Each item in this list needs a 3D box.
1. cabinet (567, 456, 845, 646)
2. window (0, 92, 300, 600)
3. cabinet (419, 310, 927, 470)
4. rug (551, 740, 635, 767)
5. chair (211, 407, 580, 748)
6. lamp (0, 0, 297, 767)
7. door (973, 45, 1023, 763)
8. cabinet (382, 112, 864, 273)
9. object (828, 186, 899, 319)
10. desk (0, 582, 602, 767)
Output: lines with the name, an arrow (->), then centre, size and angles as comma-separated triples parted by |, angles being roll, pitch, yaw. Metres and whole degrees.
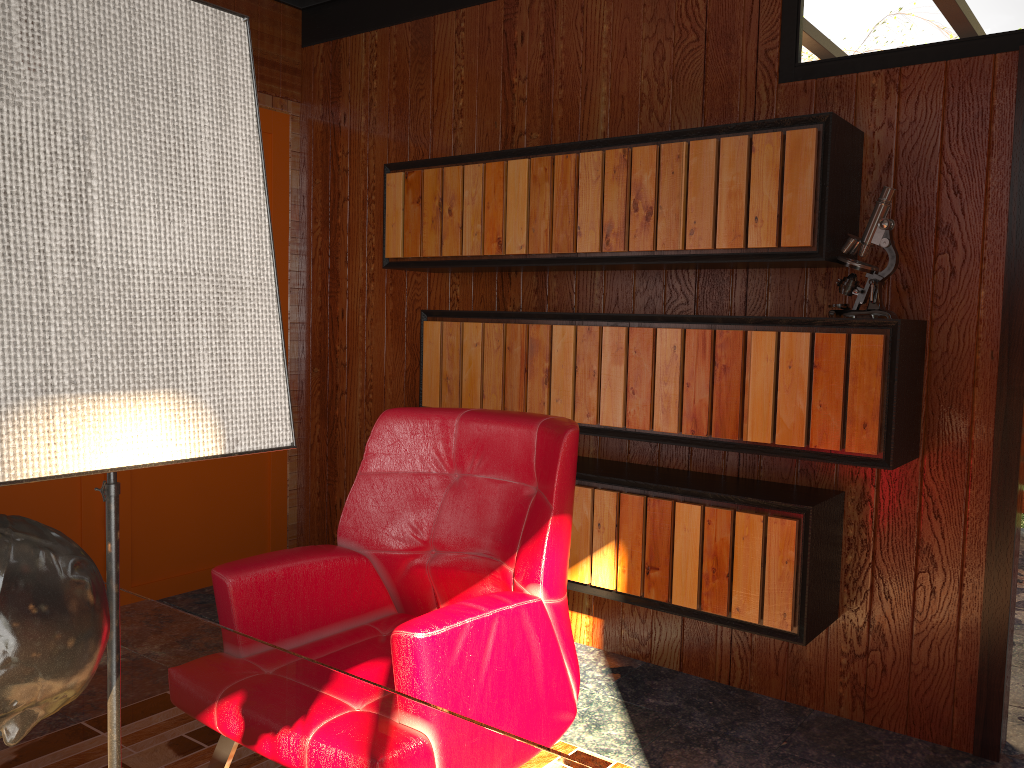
cabinet -> 0.235, 0.469, 3.033 | 1.653, 0.390, 0.321 | 5, 5, 37
window -> -1.560, -0.161, 3.397 | 0.070, 2.164, 1.837 | 5, 5, 37
cabinet -> 0.407, -0.031, 2.877 | 1.653, 0.390, 0.321 | 5, 5, 37
rug -> -0.479, 1.053, 1.463 | 2.439, 0.042, 2.410 | 5, 5, 37
chair -> -0.201, 0.558, 1.912 | 0.621, 0.956, 0.839 | 5, 5, 36
lamp -> -0.365, 0.130, 0.559 | 0.316, 0.732, 0.316 | 5, 5, 37
door -> 1.827, 0.095, 2.470 | 0.751, 1.955, 0.734 | 5, 5, 37
cabinet -> 0.262, -0.583, 2.955 | 1.653, 0.390, 0.321 | 5, 5, 37
object -> 0.952, -0.355, 2.401 | 0.142, 0.354, 0.181 | 0, 4, -17
desk -> -0.921, 0.755, 1.156 | 1.900, 0.632, 1.150 | 5, 5, 37
